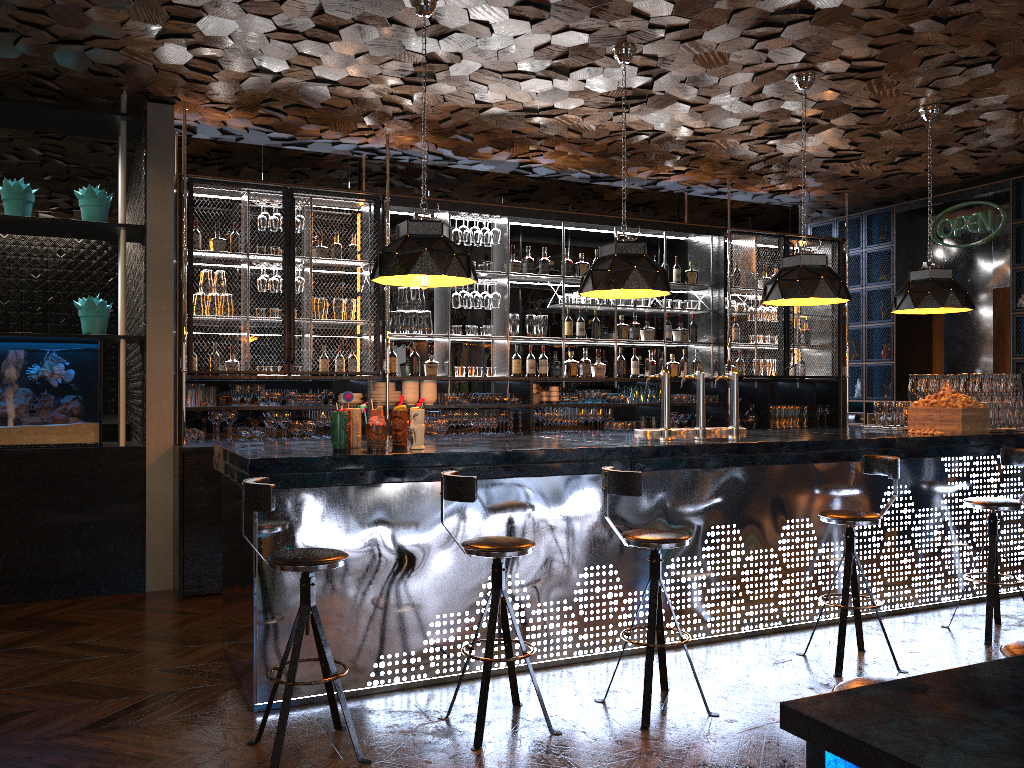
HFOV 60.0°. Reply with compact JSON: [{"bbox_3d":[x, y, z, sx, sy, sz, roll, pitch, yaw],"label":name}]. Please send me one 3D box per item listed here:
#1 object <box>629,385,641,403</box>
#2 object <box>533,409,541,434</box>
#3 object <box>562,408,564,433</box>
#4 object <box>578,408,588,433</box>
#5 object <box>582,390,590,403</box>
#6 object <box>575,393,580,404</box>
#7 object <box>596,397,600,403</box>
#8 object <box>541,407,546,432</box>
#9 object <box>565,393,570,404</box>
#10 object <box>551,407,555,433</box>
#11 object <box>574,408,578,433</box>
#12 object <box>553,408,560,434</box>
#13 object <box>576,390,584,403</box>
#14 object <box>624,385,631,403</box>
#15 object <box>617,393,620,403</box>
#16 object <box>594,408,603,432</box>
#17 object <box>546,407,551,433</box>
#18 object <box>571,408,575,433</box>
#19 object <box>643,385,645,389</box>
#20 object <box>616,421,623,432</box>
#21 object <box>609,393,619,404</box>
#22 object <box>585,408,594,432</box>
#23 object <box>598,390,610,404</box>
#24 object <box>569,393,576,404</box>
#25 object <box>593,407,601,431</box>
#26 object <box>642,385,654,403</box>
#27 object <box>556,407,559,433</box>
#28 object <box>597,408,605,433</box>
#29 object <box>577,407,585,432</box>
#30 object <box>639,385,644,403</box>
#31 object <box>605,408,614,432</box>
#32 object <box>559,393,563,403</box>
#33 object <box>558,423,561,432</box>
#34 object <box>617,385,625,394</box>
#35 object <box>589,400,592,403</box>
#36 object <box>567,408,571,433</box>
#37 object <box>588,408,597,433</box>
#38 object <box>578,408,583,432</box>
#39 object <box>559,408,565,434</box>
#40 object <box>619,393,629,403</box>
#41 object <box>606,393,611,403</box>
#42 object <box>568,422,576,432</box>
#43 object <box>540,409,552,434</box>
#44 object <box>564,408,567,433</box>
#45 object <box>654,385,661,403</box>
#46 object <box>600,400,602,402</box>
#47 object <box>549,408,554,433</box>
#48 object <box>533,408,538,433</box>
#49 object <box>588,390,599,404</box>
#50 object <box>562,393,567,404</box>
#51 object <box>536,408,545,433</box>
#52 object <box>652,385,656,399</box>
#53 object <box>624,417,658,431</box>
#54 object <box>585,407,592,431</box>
[{"bbox_3d":[1.166,0.097,8.391,0.115,0.172,0.101,0,0,4],"label":"object"},{"bbox_3d":[0.204,0.337,7.997,0.108,0.227,0.108,0,0,-34],"label":"object"},{"bbox_3d":[0.476,0.336,8.241,0.049,0.231,0.049,0,0,11],"label":"object"},{"bbox_3d":[0.657,0.337,8.208,0.091,0.229,0.091,0,0,-39],"label":"object"},{"bbox_3d":[0.708,0.120,8.365,0.100,0.125,0.100,0,0,22],"label":"object"},{"bbox_3d":[0.592,0.132,8.178,0.067,0.099,0.058,0,0,10],"label":"object"},{"bbox_3d":[0.811,0.120,8.409,0.108,0.126,0.108,0,0,-31],"label":"object"},{"bbox_3d":[0.302,0.335,8.295,0.058,0.234,0.058,0,0,-23],"label":"object"},{"bbox_3d":[0.523,0.132,8.177,0.058,0.099,0.067,0,0,34],"label":"object"},{"bbox_3d":[0.384,0.335,8.281,0.058,0.234,0.058,0,0,41],"label":"object"},{"bbox_3d":[0.591,0.336,8.155,0.049,0.231,0.049,0,0,-30],"label":"object"},{"bbox_3d":[0.404,0.334,8.076,0.058,0.234,0.058,0,0,17],"label":"object"},{"bbox_3d":[0.655,0.120,8.470,0.100,0.125,0.100,0,0,-12],"label":"object"},{"bbox_3d":[1.109,0.097,8.497,0.115,0.172,0.101,0,0,-16],"label":"object"},{"bbox_3d":[1.005,0.135,8.458,0.098,0.097,0.098,0,0,-1],"label":"object"},{"bbox_3d":[0.818,0.339,8.414,0.091,0.229,0.091,0,0,-32],"label":"object"},{"bbox_3d":[0.338,0.335,8.219,0.058,0.234,0.058,0,0,39],"label":"object"},{"bbox_3d":[0.565,0.336,8.214,0.049,0.231,0.049,0,0,-21],"label":"object"},{"bbox_3d":[1.308,0.099,8.728,0.115,0.172,0.101,0,0,-16],"label":"object"},{"bbox_3d":[1.010,0.403,8.357,0.067,0.100,0.067,0,0,-33],"label":"object"},{"bbox_3d":[0.958,0.134,8.323,0.098,0.097,0.098,0,0,44],"label":"object"},{"bbox_3d":[0.732,0.338,8.375,0.091,0.229,0.091,0,0,6],"label":"object"},{"bbox_3d":[0.860,0.119,8.303,0.108,0.126,0.108,0,0,9],"label":"object"},{"bbox_3d":[0.554,0.132,8.116,0.058,0.099,0.067,0,0,20],"label":"object"},{"bbox_3d":[0.825,0.339,8.547,0.091,0.229,0.091,0,0,-28],"label":"object"},{"bbox_3d":[1.298,0.097,8.443,0.115,0.172,0.101,0,0,-41],"label":"object"},{"bbox_3d":[0.420,0.335,8.199,0.058,0.234,0.058,0,0,8],"label":"object"},{"bbox_3d":[0.831,0.338,8.296,0.091,0.229,0.091,0,0,2],"label":"object"},{"bbox_3d":[0.647,0.339,8.460,0.091,0.229,0.091,0,0,27],"label":"object"},{"bbox_3d":[1.239,0.098,8.557,0.101,0.172,0.115,0,0,4],"label":"object"},{"bbox_3d":[0.919,0.338,8.336,0.091,0.229,0.091,0,0,37],"label":"object"},{"bbox_3d":[0.470,0.133,8.334,0.058,0.099,0.067,0,0,25],"label":"object"},{"bbox_3d":[0.443,0.337,8.298,0.049,0.231,0.049,0,0,-36],"label":"object"},{"bbox_3d":[1.062,0.098,8.610,0.115,0.172,0.101,0,0,-41],"label":"object"},{"bbox_3d":[0.757,0.120,8.519,0.108,0.126,0.108,0,0,36],"label":"object"},{"bbox_3d":[0.523,0.336,8.122,0.049,0.231,0.049,0,0,-14],"label":"object"},{"bbox_3d":[0.748,0.338,8.257,0.091,0.229,0.091,0,0,22],"label":"object"},{"bbox_3d":[0.645,0.338,8.333,0.091,0.229,0.091,0,0,-5],"label":"object"},{"bbox_3d":[0.452,0.334,8.109,0.058,0.234,0.058,0,0,-22],"label":"object"},{"bbox_3d":[1.054,0.134,8.362,0.098,0.097,0.098,0,0,9],"label":"object"},{"bbox_3d":[0.916,0.134,8.415,0.098,0.097,0.098,0,0,12],"label":"object"},{"bbox_3d":[0.564,0.339,8.421,0.091,0.229,0.091,0,0,10],"label":"object"},{"bbox_3d":[0.308,0.337,8.048,0.108,0.227,0.108,0,0,35],"label":"object"},{"bbox_3d":[0.496,0.336,8.183,0.049,0.231,0.049,0,0,-17],"label":"object"},{"bbox_3d":[1.415,0.098,8.508,0.101,0.172,0.115,0,0,4],"label":"object"},{"bbox_3d":[0.834,0.135,8.577,0.098,0.097,0.098,0,0,-34],"label":"object"},{"bbox_3d":[0.370,0.334,8.154,0.058,0.234,0.058,0,0,-3],"label":"object"},{"bbox_3d":[0.207,0.338,8.266,0.108,0.227,0.108,0,0,11],"label":"object"},{"bbox_3d":[0.760,0.119,8.254,0.100,0.125,0.100,0,0,13],"label":"object"},{"bbox_3d":[0.502,0.133,8.273,0.058,0.099,0.067,0,0,-23],"label":"object"},{"bbox_3d":[0.260,0.338,8.156,0.108,0.227,0.108,0,0,29],"label":"object"},{"bbox_3d":[1.370,0.098,8.617,0.115,0.172,0.101,0,0,-41],"label":"object"},{"bbox_3d":[1.244,0.387,8.591,0.356,0.134,0.206,0,0,-18],"label":"object"},{"bbox_3d":[0.736,0.339,8.501,0.091,0.229,0.091,0,0,33],"label":"object"}]
